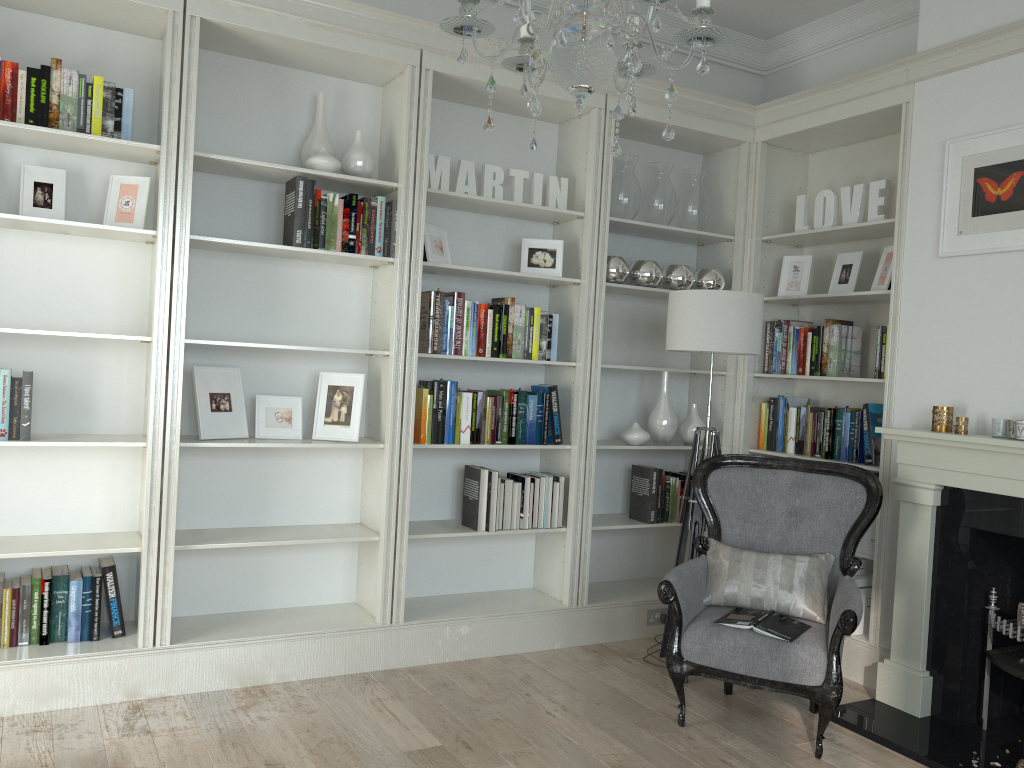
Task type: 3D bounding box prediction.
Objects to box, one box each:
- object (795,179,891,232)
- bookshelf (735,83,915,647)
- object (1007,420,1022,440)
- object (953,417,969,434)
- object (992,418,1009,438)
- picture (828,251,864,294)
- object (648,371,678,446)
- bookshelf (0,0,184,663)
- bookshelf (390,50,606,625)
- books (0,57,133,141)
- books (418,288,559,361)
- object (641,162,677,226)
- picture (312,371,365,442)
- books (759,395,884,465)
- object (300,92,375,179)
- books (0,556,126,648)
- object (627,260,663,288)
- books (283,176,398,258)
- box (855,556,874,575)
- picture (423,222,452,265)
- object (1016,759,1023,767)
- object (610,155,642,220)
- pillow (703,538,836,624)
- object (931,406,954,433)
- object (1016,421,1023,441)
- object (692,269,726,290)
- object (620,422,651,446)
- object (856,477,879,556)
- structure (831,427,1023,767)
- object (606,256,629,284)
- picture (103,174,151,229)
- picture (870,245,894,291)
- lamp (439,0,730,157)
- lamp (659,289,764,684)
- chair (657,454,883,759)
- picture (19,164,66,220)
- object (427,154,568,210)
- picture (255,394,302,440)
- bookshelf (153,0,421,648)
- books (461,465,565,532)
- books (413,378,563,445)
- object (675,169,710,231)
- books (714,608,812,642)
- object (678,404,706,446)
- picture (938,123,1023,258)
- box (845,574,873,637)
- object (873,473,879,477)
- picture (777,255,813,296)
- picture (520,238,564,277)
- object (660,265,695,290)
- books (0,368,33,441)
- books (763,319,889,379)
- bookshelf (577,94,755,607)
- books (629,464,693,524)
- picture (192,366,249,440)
[{"bbox_3d":[1.640,-0.872,4.427,0.039,0.216,0.554,3,1,-29],"label":"object"},{"bbox_3d":[1.647,-0.086,4.468,0.399,2.523,0.988,3,1,-29],"label":"bookshelf"},{"bbox_3d":[1.906,0.174,3.357,0.060,0.073,0.060,4,1,27],"label":"object"},{"bbox_3d":[1.796,0.167,3.546,0.054,0.068,0.047,3,1,-1],"label":"object"},{"bbox_3d":[1.882,0.171,3.420,0.060,0.073,0.060,4,1,27],"label":"object"},{"bbox_3d":[1.691,-0.553,4.477,0.094,0.228,0.153,3,1,-29],"label":"picture"},{"bbox_3d":[0.802,0.126,4.692,0.155,0.397,0.155,2,1,-44],"label":"object"},{"bbox_3d":[-1.832,-0.257,3.337,0.972,2.523,0.399,3,1,-29],"label":"bookshelf"},{"bbox_3d":[-0.130,-0.180,4.274,0.972,2.523,0.399,3,1,-29],"label":"bookshelf"},{"bbox_3d":[-1.824,-1.090,3.374,0.691,0.301,0.201,3,1,-28],"label":"books"},{"bbox_3d":[-0.113,-0.278,4.252,0.691,0.301,0.201,3,1,-28],"label":"books"},{"bbox_3d":[0.795,-1.003,4.794,0.193,0.362,0.193,4,1,44],"label":"object"},{"bbox_3d":[-0.764,0.099,3.937,0.202,0.300,0.124,3,1,1],"label":"picture"},{"bbox_3d":[1.612,0.224,4.525,0.215,0.302,0.763,3,1,-28],"label":"books"},{"bbox_3d":[-0.786,-1.088,3.900,0.319,0.397,0.316,2,1,-40],"label":"object"},{"bbox_3d":[-1.899,0.836,3.411,0.762,0.302,0.207,3,1,-28],"label":"books"},{"bbox_3d":[0.693,-0.567,4.621,0.185,0.140,0.185,3,1,-9],"label":"object"},{"bbox_3d":[-0.739,-0.708,3.855,0.465,0.291,0.205,3,1,-29],"label":"books"},{"bbox_3d":[1.505,0.844,4.466,0.219,0.099,0.608,3,1,-29],"label":"box"},{"bbox_3d":[-0.373,-0.641,4.110,0.124,0.192,0.206,4,1,26],"label":"picture"},{"bbox_3d":[1.892,1.340,2.823,0.078,0.078,0.561,3,1,-28],"label":"object"},{"bbox_3d":[0.589,-1.012,4.681,0.193,0.362,0.193,4,1,44],"label":"object"},{"bbox_3d":[1.023,0.801,3.605,0.547,0.263,0.210,4,1,22],"label":"pillow"},{"bbox_3d":[1.770,0.145,3.645,0.080,0.104,0.080,4,1,29],"label":"object"},{"bbox_3d":[1.905,0.175,3.292,0.060,0.073,0.060,4,1,27],"label":"object"},{"bbox_3d":[1.070,-0.550,4.828,0.185,0.140,0.185,3,1,-9],"label":"object"},{"bbox_3d":[0.638,0.258,4.597,0.152,0.116,0.154,3,1,-32],"label":"object"},{"bbox_3d":[1.772,0.607,4.180,0.294,0.378,0.188,3,1,-29],"label":"object"},{"bbox_3d":[2.064,0.816,3.261,1.026,1.191,1.432,3,1,-29],"label":"structure"},{"bbox_3d":[0.504,-0.576,4.517,0.185,0.140,0.185,3,1,-9],"label":"object"},{"bbox_3d":[-1.519,-0.713,3.509,0.153,0.228,0.094,3,1,-4],"label":"picture"},{"bbox_3d":[1.775,-0.543,4.185,0.094,0.228,0.153,3,1,-4],"label":"picture"},{"bbox_3d":[0.218,-1.821,1.955,0.577,2.542,0.648,4,1,31],"label":"lamp"},{"bbox_3d":[0.889,0.456,4.090,0.429,1.739,0.429,3,1,5],"label":"lamp"},{"bbox_3d":[1.037,0.829,3.570,0.778,1.024,0.763,4,1,26],"label":"chair"},{"bbox_3d":[-1.811,-0.727,3.424,0.153,0.228,0.094,3,1,-29],"label":"picture"},{"bbox_3d":[-0.078,-0.950,4.242,0.790,0.180,0.034,3,1,-29],"label":"object"},{"bbox_3d":[-1.030,0.145,3.892,0.206,0.192,0.124,3,1,-29],"label":"picture"},{"bbox_3d":[-0.981,-0.219,3.805,0.972,2.523,0.399,3,1,-29],"label":"bookshelf"},{"bbox_3d":[0.013,0.552,4.325,0.465,0.291,0.205,3,1,-29],"label":"books"},{"bbox_3d":[-0.117,0.133,4.266,0.762,0.302,0.207,3,1,-28],"label":"books"},{"bbox_3d":[1.000,-0.994,4.907,0.193,0.362,0.193,4,1,44],"label":"object"},{"bbox_3d":[0.963,0.912,3.406,0.304,0.046,0.224,4,1,36],"label":"books"},{"bbox_3d":[0.979,0.219,4.798,0.153,0.225,0.154,3,1,6],"label":"object"},{"bbox_3d":[1.946,-0.774,3.546,0.024,0.496,0.494,3,1,-29],"label":"picture"},{"bbox_3d":[1.518,1.024,4.477,0.374,0.264,0.734,3,1,-29],"label":"box"},{"bbox_3d":[1.678,0.608,4.350,0.294,0.360,0.188,3,1,-29],"label":"object"},{"bbox_3d":[1.500,-0.567,4.688,0.153,0.228,0.094,4,1,36],"label":"picture"},{"bbox_3d":[0.147,-0.616,4.355,0.202,0.188,0.124,3,1,1],"label":"picture"},{"bbox_3d":[0.881,-0.559,4.725,0.185,0.140,0.185,3,1,-9],"label":"object"},{"bbox_3d":[-2.015,0.052,3.233,0.465,0.291,0.205,3,1,-29],"label":"books"},{"bbox_3d":[1.672,-0.184,4.478,0.209,0.301,0.919,3,1,-28],"label":"books"},{"bbox_3d":[0.722,-0.142,4.742,0.972,2.523,0.399,3,1,-29],"label":"bookshelf"},{"bbox_3d":[0.876,0.590,4.817,0.465,0.291,0.205,3,1,-29],"label":"books"},{"bbox_3d":[-1.234,0.077,3.729,0.127,0.300,0.231,4,1,36],"label":"picture"}]
